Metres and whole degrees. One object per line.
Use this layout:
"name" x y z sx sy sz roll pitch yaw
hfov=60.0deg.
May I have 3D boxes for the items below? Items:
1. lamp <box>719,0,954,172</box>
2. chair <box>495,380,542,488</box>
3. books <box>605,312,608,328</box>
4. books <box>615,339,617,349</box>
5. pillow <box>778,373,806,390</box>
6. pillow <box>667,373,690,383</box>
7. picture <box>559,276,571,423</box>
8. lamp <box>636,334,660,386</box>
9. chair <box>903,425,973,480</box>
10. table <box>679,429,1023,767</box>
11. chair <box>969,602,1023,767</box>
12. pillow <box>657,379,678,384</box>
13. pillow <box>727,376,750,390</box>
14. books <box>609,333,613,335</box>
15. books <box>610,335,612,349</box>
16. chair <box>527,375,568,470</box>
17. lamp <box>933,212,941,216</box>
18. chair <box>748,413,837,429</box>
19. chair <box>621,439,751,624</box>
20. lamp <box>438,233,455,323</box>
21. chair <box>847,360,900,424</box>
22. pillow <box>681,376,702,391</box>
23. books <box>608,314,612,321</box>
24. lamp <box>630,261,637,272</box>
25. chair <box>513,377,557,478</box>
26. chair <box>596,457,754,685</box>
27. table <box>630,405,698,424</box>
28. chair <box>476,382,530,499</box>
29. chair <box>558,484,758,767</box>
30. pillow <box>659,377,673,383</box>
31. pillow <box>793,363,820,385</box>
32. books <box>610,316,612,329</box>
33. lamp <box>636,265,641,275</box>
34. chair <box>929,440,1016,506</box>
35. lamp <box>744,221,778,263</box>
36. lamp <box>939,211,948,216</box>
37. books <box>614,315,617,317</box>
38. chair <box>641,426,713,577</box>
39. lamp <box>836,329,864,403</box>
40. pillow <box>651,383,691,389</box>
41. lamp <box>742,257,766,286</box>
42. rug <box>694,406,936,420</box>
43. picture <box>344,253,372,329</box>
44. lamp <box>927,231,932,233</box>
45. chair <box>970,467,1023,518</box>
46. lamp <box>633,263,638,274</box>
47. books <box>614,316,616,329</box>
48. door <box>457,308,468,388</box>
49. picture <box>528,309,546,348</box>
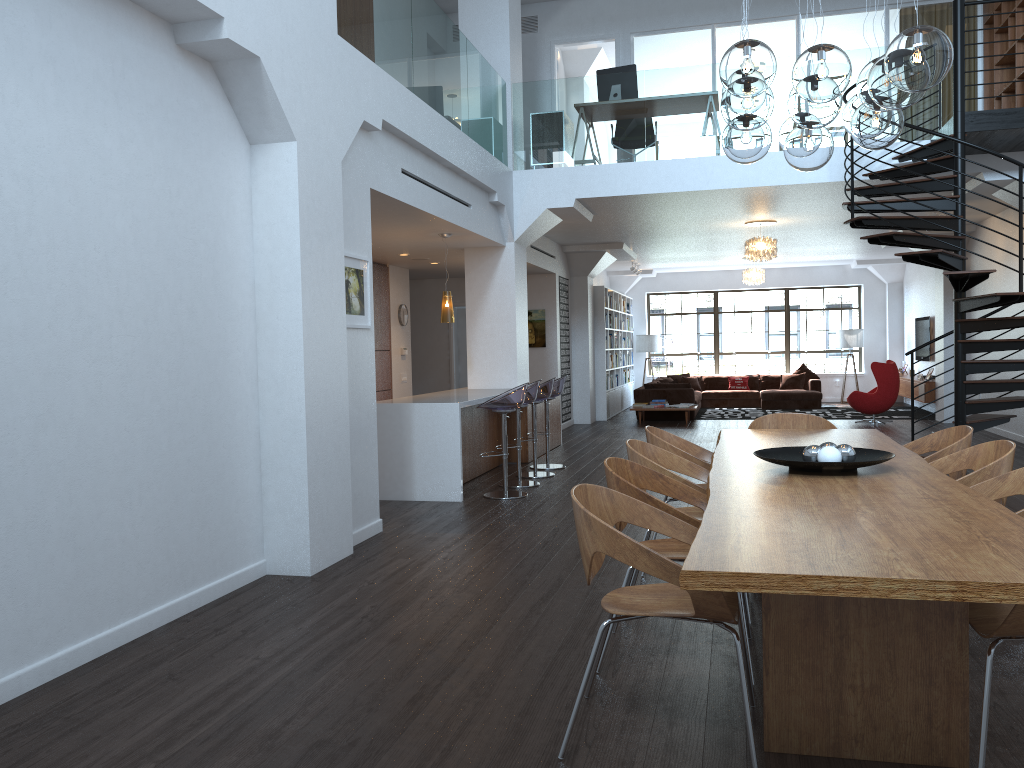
"lamp" 1.389 -2.113 4.129 0.849 2.140 1.787 -1 2 13
"chair" 0.058 0.467 8.548 0.481 1.014 0.530 -1 2 12
"books" 1.662 -1.163 16.233 0.176 0.290 0.053 -1 2 14
"books" 1.973 -0.799 17.483 0.161 0.207 0.135 -1 2 14
"pillow" 5.858 -0.054 18.548 0.542 0.362 0.248 0 3 35
"pillow" 3.662 -0.026 19.181 0.580 0.418 0.334 -2 2 -13
"picture" 0.887 -0.571 14.696 0.021 2.380 0.800 -1 2 14
"lamp" 3.113 -0.331 20.208 0.545 1.579 0.545 -1 2 3
"chair" 2.228 0.647 4.918 0.617 0.830 0.629 -1 2 14
"table" 1.382 0.748 3.930 1.012 0.750 3.803 -1 2 14
"chair" 1.663 0.748 2.679 0.618 0.833 0.629 -1 2 14
"pillow" 2.903 0.098 16.232 0.269 0.411 0.559 -3 3 -30
"pillow" 4.838 -0.010 18.931 0.465 0.308 0.220 -1 2 10
"books" 1.843 -0.819 16.991 0.176 0.294 0.102 -1 2 14
"books" 1.791 -0.790 16.762 0.182 0.253 0.034 -1 2 14
"chair" 0.384 0.413 9.772 0.481 1.014 0.530 -1 2 16
"lamp" 5.625 -2.170 11.728 0.120 0.211 0.111 -2 2 -27
"chair" 1.850 0.624 5.795 0.629 0.833 0.618 -1 2 9
"chair" 0.873 0.698 4.463 0.618 0.833 0.629 -1 2 14
"lamp" 0.402 -1.586 9.845 2.842 1.807 0.149 -3 3 -36
"chair" 5.872 0.115 14.405 0.801 1.006 0.798 0 3 39
"pillow" 3.824 -0.007 19.041 0.489 0.337 0.238 -2 2 -16
"books" 1.809 -1.192 16.956 0.198 0.284 0.049 -1 2 14
"lamp" 2.363 -2.310 17.373 0.120 0.211 0.111 -3 3 -42
"chair" 0.230 0.440 9.162 0.481 1.014 0.530 -1 2 12
"chair" 0.687 0.730 3.723 0.618 0.833 0.629 -1 2 14
"table" 2.623 0.526 15.237 1.100 0.271 0.853 -1 2 14
"chair" -0.069 0.494 7.929 0.481 1.014 0.530 -1 2 16
"chair" 0.499 0.763 2.980 0.618 0.833 0.629 -1 2 14
"pillow" 3.149 0.060 17.643 0.325 0.391 0.625 0 3 31
"pillow" 6.096 -0.146 18.654 0.651 0.587 0.335 -2 2 -7
"books" 1.800 -1.165 16.842 0.174 0.240 0.054 -1 2 14
"lamp" 2.615 -2.354 18.365 0.120 0.211 0.111 -2 2 -12
"chair" 2.034 0.682 4.176 0.618 0.833 0.629 -1 2 16
"lamp" 3.461 -1.971 12.331 0.442 0.539 0.441 -3 3 -33
"lamp" 5.497 -2.147 11.226 0.120 0.211 0.111 -2 2 -12
"books" 2.002 -1.226 17.650 0.176 0.290 0.053 -1 2 14
"chair" 1.081 0.664 5.215 0.618 0.833 0.629 -1 2 12
"lamp" 7.268 -0.383 19.050 0.545 1.579 0.545 0 2 25
"pillow" 2.876 0.151 15.967 0.750 0.364 0.289 -1 2 13
"lamp" 4.697 -2.187 17.234 0.442 0.539 0.441 -3 3 -33
"rug" 5.547 0.538 16.592 4.200 0.007 3.100 -1 2 16
"picture" -1.080 -0.636 6.108 0.018 0.500 0.500 -1 2 14
"lamp" 5.749 -2.191 12.219 0.120 0.211 0.111 -3 3 -42
"chair" 1.866 0.714 3.431 0.618 0.833 0.629 -1 2 14
"lamp" 2.487 -2.331 17.863 0.120 0.211 0.111 -2 2 -27
"books" 1.930 -1.194 17.334 0.182 0.253 0.034 -1 2 14
"door" -0.932 -0.287 15.351 0.826 2.032 0.174 -1 2 14
"picture" 0.312 -0.883 14.156 0.450 0.600 0.030 -1 2 14
